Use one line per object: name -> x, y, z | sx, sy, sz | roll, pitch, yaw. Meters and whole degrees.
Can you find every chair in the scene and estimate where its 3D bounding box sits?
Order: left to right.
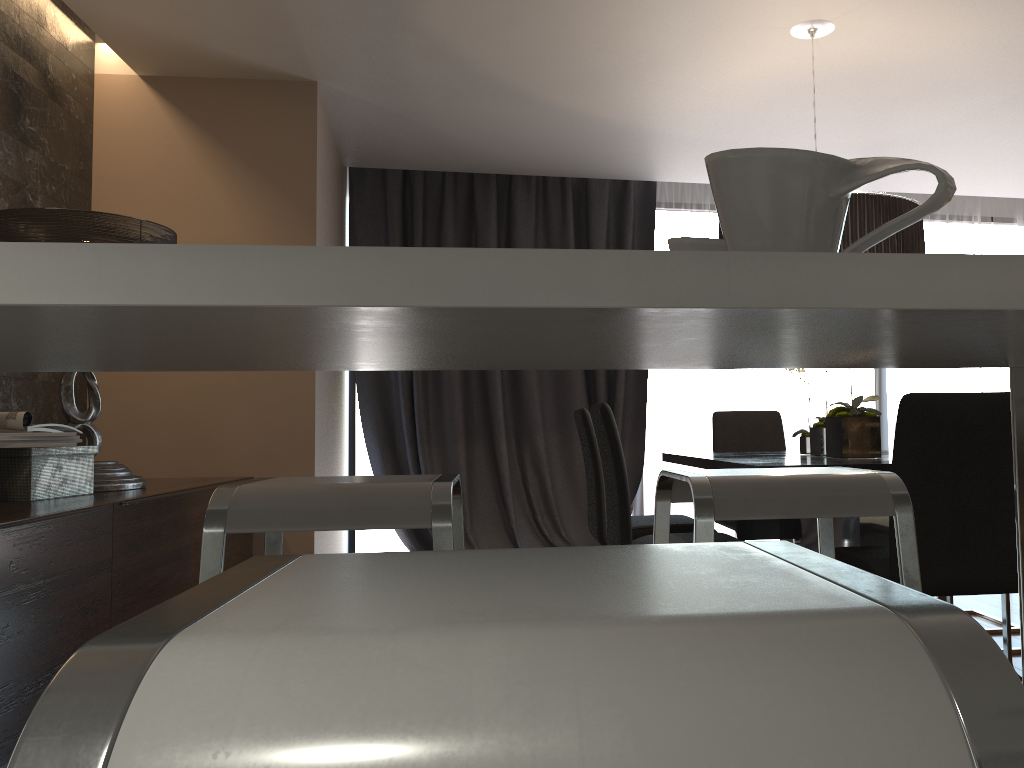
chair -> -0.260, 0.554, 1.401 | 0.425, 0.800, 0.426 | 0, -3, -4
chair -> 0.016, 0.498, 0.424 | 0.425, 0.800, 0.426 | 0, -3, -4
chair -> 0.565, 0.586, 3.750 | 0.578, 0.965, 0.423 | 0, -3, -5
chair -> 0.575, 0.549, 3.056 | 0.578, 0.965, 0.423 | 0, -3, -5
chair -> 1.244, 0.609, 4.346 | 0.432, 0.965, 0.566 | 0, -3, -3
chair -> 0.449, 0.549, 1.488 | 0.425, 0.800, 0.426 | 0, -3, -4
chair -> 1.245, 0.519, 2.659 | 0.432, 0.965, 0.566 | 0, -3, -3
chair -> 1.933, 0.577, 3.918 | 0.578, 0.965, 0.423 | 0, -3, -5
chair -> 1.943, 0.540, 3.224 | 0.578, 0.965, 0.423 | 0, -3, -5

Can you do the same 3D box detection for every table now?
table -> 1.260, 0.666, 3.488 | 1.051, 0.760, 1.586 | 0, -3, -3

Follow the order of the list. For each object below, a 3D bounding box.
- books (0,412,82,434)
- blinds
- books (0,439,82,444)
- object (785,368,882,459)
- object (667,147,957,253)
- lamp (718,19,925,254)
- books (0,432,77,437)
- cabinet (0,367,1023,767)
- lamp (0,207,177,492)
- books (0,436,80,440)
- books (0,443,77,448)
books -> -1.570, 0.144, 2.723 | 0.320, 0.109, 0.275 | -1, -3, 5
blinds -> 2.705, -0.259, 6.364 | 7.685, 2.895, 0.728 | 0, -4, -14
books -> -1.531, 0.176, 2.684 | 0.303, 0.011, 0.265 | -3, -4, 32
object -> 1.190, 0.030, 3.424 | 0.315, 0.501, 0.565 | 0, -3, -6
object -> 0.273, -0.147, 0.911 | 0.189, 0.133, 0.434 | -1, -3, -1
lamp -> 1.235, -0.914, 3.571 | 0.779, 1.103, 0.829 | -2, -4, 20
books -> -1.527, 0.154, 2.659 | 0.302, 0.011, 0.266 | -3, -4, 37
cabinet -> 0.419, -0.343, 0.726 | 4.492, 2.502, 6.852 | -1, -3, -3
lamp -> -1.528, -0.093, 3.127 | 0.571, 0.934, 0.614 | -2, -4, 23
books -> -1.530, 0.165, 2.666 | 0.303, 0.011, 0.265 | -3, -4, 32
books -> -1.522, 0.186, 2.671 | 0.301, 0.011, 0.266 | -4, -4, 43
